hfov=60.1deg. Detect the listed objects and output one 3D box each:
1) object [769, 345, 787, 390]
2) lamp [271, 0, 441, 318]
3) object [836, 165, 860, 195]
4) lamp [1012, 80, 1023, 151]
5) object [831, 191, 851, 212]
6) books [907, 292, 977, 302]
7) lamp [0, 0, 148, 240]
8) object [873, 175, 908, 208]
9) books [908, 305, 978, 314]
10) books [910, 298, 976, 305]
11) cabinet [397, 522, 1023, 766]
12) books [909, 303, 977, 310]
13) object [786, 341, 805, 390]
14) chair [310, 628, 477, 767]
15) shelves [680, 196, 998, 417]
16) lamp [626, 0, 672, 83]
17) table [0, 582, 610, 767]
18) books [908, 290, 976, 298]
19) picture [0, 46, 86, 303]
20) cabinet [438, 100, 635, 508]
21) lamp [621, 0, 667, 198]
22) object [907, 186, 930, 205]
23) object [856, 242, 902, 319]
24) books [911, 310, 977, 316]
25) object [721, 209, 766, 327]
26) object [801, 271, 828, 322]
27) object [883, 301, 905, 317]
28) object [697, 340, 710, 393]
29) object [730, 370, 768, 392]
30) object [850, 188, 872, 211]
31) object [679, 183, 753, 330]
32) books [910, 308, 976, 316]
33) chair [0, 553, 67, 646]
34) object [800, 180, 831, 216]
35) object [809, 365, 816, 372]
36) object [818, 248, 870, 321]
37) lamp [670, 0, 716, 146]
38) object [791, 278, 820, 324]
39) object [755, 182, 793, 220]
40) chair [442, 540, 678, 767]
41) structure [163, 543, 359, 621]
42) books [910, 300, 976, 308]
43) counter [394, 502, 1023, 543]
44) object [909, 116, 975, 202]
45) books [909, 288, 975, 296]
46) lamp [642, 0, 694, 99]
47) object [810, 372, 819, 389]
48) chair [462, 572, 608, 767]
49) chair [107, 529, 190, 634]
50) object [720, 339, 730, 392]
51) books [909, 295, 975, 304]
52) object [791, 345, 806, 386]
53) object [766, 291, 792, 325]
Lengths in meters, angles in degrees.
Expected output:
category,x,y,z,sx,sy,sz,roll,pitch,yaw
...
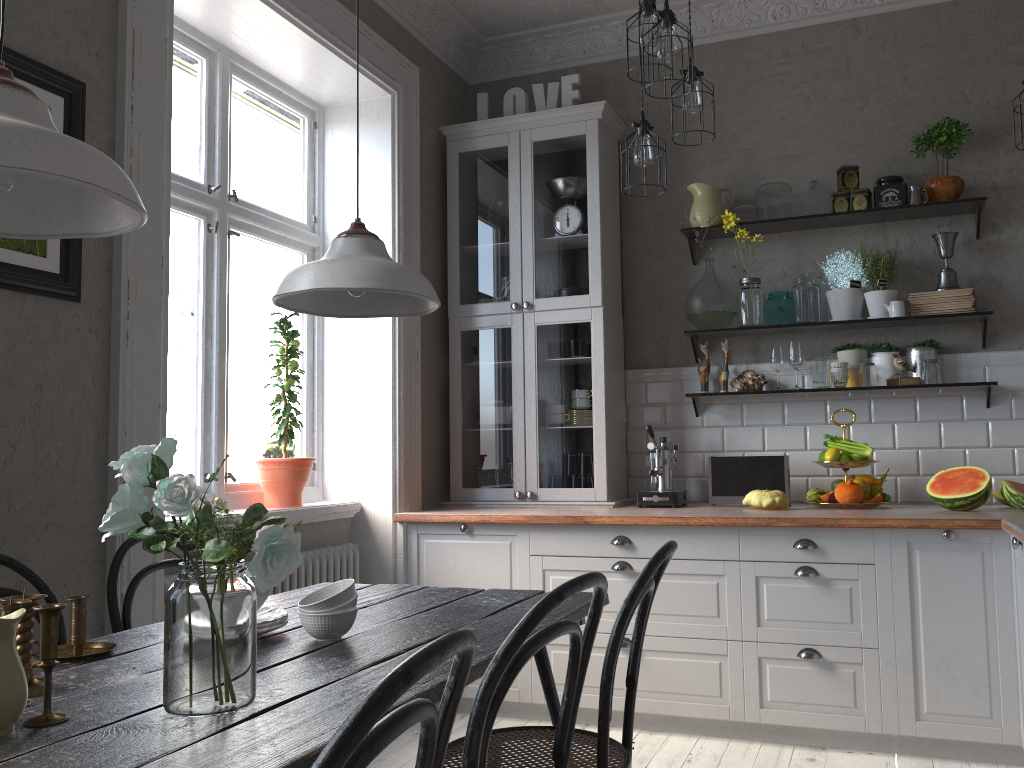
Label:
category,x,y,z,sx,sy,sz,roll,pitch,yaw
object,1.240,-0.072,4.129,0.081,0.217,0.082,-1,-5,7
lamp,-0.367,-1.102,2.110,0.372,1.858,0.386,-3,-5,29
object,1.528,-0.927,4.027,0.083,0.113,0.083,-1,-4,2
lamp,1.828,-1.701,3.154,0.150,1.735,0.144,3,-6,-37
object,1.503,-0.813,4.042,0.081,0.113,0.084,-3,-5,21
books,1.893,-0.373,3.897,0.256,0.016,0.161,-4,-5,34
lamp,-0.715,-1.162,1.274,0.387,1.858,0.372,2,-5,-31
object,1.715,-0.849,4.015,0.140,0.174,0.144,-3,-5,21
books,1.894,-0.319,3.893,0.256,0.016,0.161,-4,-5,34
books,1.893,-0.352,3.896,0.257,0.011,0.160,-3,-5,24
cabinet,1.112,0.862,2.521,2.018,0.854,4.132,1,-5,-22
books,1.894,-0.330,3.894,0.256,0.016,0.161,-4,-5,30
object,1.286,-0.082,4.010,0.081,0.217,0.082,-1,-5,7
chair,-0.314,0.737,0.978,0.542,0.920,0.443,-2,-5,19
shelves,1.457,-0.299,4.050,1.298,0.923,0.232,-3,-5,21
lamp,0.438,-1.877,2.960,0.146,1.735,0.147,-1,-5,8
table,-0.516,0.885,1.641,0.892,0.735,1.947,-3,-5,22
books,1.893,-0.383,3.898,0.256,0.016,0.161,-4,-5,30
picture,-1.287,-0.547,2.204,0.019,0.619,0.528,-3,-5,22
cabinet,0.122,-0.340,4.409,0.867,1.921,0.393,-3,-5,21
lamp,0.442,-1.525,3.105,0.148,1.735,0.145,0,-5,-12
object,1.780,-0.822,3.881,0.092,0.096,0.076,-3,-5,22
object,1.644,-0.470,3.968,0.186,0.380,0.167,1,-5,-18
books,1.894,-0.297,3.891,0.257,0.011,0.160,-3,-5,24
object,1.069,-0.533,4.090,0.190,0.540,0.283,-2,-5,14
object,1.416,-0.391,4.171,0.129,0.264,0.134,-3,-5,27
object,1.683,-0.325,3.873,0.064,0.071,0.104,3,-6,-38
object,0.922,-0.077,4.250,0.053,0.264,0.061,0,-4,-7
object,1.100,-0.014,4.134,0.177,0.111,0.096,-1,-4,-2
object,1.583,-0.817,4.008,0.081,0.113,0.084,-4,-5,31
object,0.924,-0.590,4.198,0.337,0.674,0.335,0,-5,-10
books,1.894,-0.308,3.892,0.256,0.011,0.160,-3,-5,27
chair,-0.955,0.815,1.836,0.542,0.920,0.443,-2,-5,19
object,1.431,-0.853,4.183,0.142,0.220,0.138,1,-5,-19
object,1.410,-0.045,4.078,0.076,0.083,0.079,-5,-6,39
object,1.542,-0.449,4.061,0.240,0.354,0.239,-4,-6,39
lamp,0.600,-1.691,3.054,0.146,1.735,0.147,-1,-5,8
object,1.336,-0.372,4.036,0.122,0.206,0.127,-5,-6,44
object,1.230,-0.835,4.155,0.175,0.184,0.169,2,-5,-29
chair,0.094,0.804,1.925,0.542,0.920,0.443,-2,-5,19
structure,-0.931,0.873,3.353,0.147,0.428,1.239,-2,-5,20
books,1.893,-0.340,3.895,0.256,0.011,0.160,-3,-5,27
counter,0.632,0.462,2.572,3.116,0.039,3.439,-3,-5,22
object,1.910,-0.974,3.899,0.246,0.397,0.255,3,-6,-44
books,1.893,-0.394,3.899,0.256,0.011,0.160,-3,-5,27
lamp,0.466,-1.761,2.768,0.149,1.735,0.144,1,-5,-22
object,1.411,-0.012,4.075,0.076,0.083,0.079,-5,-6,39
chair,-0.110,0.772,1.479,0.539,0.920,0.446,-3,-5,29
chair,-0.749,0.847,2.284,0.538,0.920,0.446,-4,-5,34
object,1.013,-0.083,4.199,0.063,0.264,0.052,2,-5,-32
books,1.893,-0.362,3.896,0.256,0.011,0.160,-3,-5,27
object,1.319,-0.076,4.095,0.081,0.217,0.082,-1,-5,7
object,1.257,-0.344,4.161,0.124,0.172,0.128,-3,-5,25
